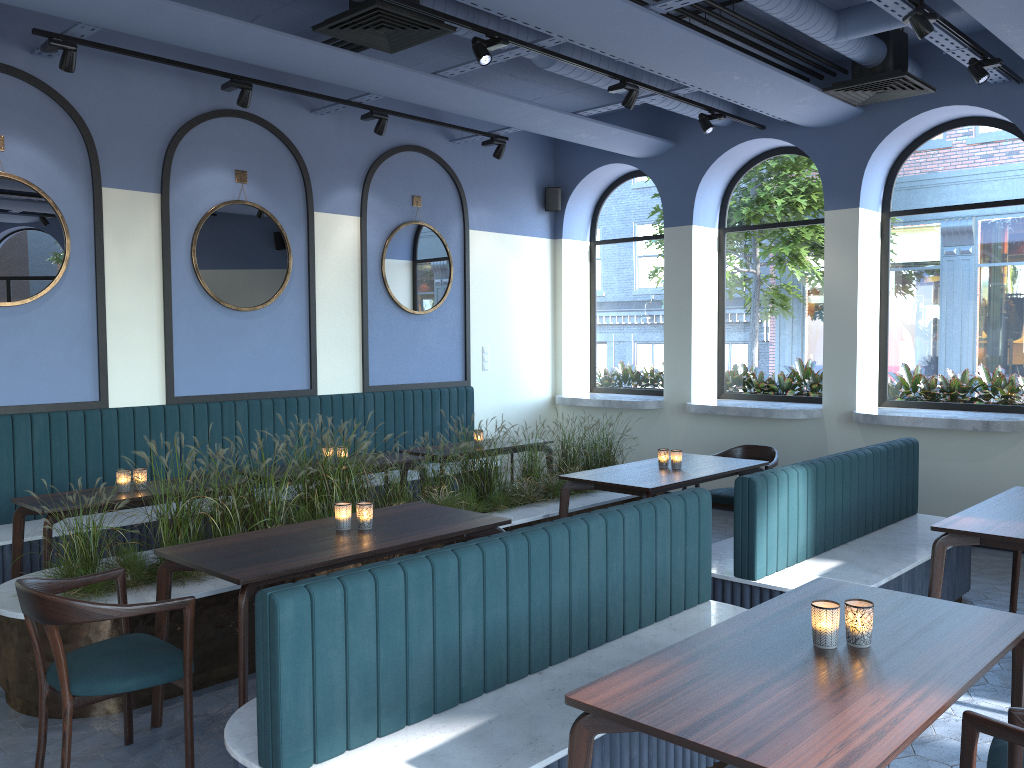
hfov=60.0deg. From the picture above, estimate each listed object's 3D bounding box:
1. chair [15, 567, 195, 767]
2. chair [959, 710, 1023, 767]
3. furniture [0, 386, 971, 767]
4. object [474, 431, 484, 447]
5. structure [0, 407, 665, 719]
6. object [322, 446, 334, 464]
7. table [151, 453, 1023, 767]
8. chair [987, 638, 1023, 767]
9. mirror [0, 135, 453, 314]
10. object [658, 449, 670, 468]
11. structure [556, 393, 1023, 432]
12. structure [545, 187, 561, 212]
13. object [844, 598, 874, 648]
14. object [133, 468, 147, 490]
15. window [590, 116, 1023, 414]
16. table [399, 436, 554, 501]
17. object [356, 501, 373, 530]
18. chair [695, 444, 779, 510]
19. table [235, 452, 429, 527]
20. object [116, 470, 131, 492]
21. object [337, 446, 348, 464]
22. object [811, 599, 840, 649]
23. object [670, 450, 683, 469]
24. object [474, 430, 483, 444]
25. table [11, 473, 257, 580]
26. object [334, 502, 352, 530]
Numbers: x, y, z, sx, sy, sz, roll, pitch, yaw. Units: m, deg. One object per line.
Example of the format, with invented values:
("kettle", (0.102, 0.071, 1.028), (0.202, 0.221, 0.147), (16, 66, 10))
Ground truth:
("chair", (-1.489, 1.074, 3.232), (0.618, 0.793, 0.525), (2, 4, 43))
("chair", (1.054, 1.133, 1.822), (0.525, 0.793, 0.618), (2, 4, 43))
("furniture", (-0.360, 0.771, 5.412), (4.703, 1.150, 4.800), (3, 4, 43))
("object", (-0.267, 0.440, 7.124), (0.078, 0.120, 0.078), (1, 3, 26))
("structure", (-0.608, 0.732, 5.645), (1.143, 1.207, 4.878), (3, 4, 45))
("object", (-1.282, 0.496, 6.183), (0.078, 0.120, 0.078), (1, 3, 26))
("table", (-0.188, 1.152, 1.950), (3.997, 0.755, 9.778), (1, 3, 27))
("chair", (1.553, 1.102, 2.346), (0.525, 0.793, 0.618), (1, 3, 30))
("mirror", (-2.066, -1.113, 6.918), (0.026, 1.089, 4.357), (3, 4, 43))
("object", (1.012, 0.496, 5.924), (0.078, 0.120, 0.078), (-2, 3, -30))
("structure", (2.100, 0.510, 2.775), (4.315, 0.080, 14.155), (0, 3, 5))
("structure", (-1.191, -1.615, 3.040), (7.261, 0.268, 13.143), (1, 3, 27))
("object", (0.981, 0.677, 2.507), (0.078, 0.120, 0.078), (1, 3, 26))
("object", (-2.174, 0.554, 5.185), (0.078, 0.120, 0.078), (-2, 3, -30))
("window", (2.314, -0.716, 2.712), (3.897, 2.394, 14.212), (0, 3, 4))
("table", (-0.260, 0.873, 7.216), (0.548, 0.755, 1.332), (3, 4, 43))
("object", (-0.675, 0.604, 4.070), (0.078, 0.120, 0.078), (1, 3, 26))
("chair", (1.720, 0.874, 6.624), (0.618, 0.793, 0.525), (2, 4, 43))
("table", (-1.221, 0.932, 6.200), (0.548, 0.755, 1.332), (3, 4, 43))
("object", (-2.238, 0.559, 5.110), (0.078, 0.120, 0.078), (-2, 3, -30))
("object", (-1.184, 0.495, 6.191), (0.078, 0.120, 0.078), (1, 3, 26))
("object", (0.883, 0.678, 2.499), (0.078, 0.120, 0.078), (1, 3, 26))
("object", (1.087, 0.499, 5.861), (0.078, 0.120, 0.078), (-2, 3, -30))
("object", (-0.274, 0.435, 7.222), (0.078, 0.120, 0.078), (1, 3, 26))
("table", (-2.168, 0.991, 5.200), (0.548, 0.755, 1.285), (3, 4, 43))
("object", (-0.773, 0.605, 4.062), (0.078, 0.120, 0.078), (1, 3, 26))
